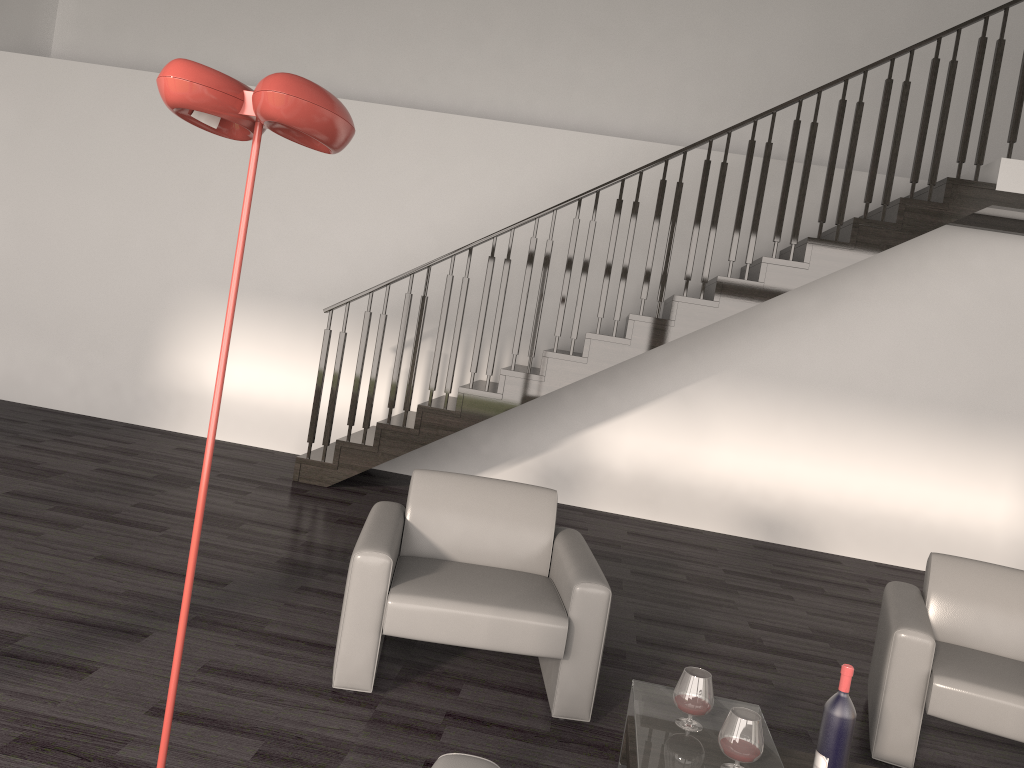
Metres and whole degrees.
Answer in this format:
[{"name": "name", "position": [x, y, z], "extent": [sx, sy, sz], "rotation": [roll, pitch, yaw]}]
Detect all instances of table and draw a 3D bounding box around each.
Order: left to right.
[{"name": "table", "position": [0.516, 1.162, 2.473], "extent": [0.400, 0.341, 0.681], "rotation": [10, 4, 6]}, {"name": "table", "position": [0.899, 1.283, 2.433], "extent": [1.201, 0.250, 0.601], "rotation": [10, 4, 6]}]

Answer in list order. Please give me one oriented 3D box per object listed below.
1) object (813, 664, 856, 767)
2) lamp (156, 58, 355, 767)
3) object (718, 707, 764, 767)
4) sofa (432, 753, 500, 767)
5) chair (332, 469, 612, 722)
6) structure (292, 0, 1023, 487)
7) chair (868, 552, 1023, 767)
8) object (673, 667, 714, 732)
[{"name": "object", "position": [0.905, 0.966, 2.472], "extent": [0.093, 0.370, 0.093], "rotation": [10, 2, 5]}, {"name": "lamp", "position": [-0.627, 0.296, 1.763], "extent": [0.353, 1.786, 0.365], "rotation": [10, 2, 6]}, {"name": "object", "position": [0.596, 0.935, 2.309], "extent": [0.116, 0.155, 0.116], "rotation": [9, 3, -3]}, {"name": "sofa", "position": [0.802, 1.111, 1.329], "extent": [2.116, 0.716, 0.903], "rotation": [10, 3, 6]}, {"name": "chair", "position": [-0.147, 0.793, 3.530], "extent": [0.963, 0.716, 0.912], "rotation": [9, 3, -4]}, {"name": "structure", "position": [1.898, -0.804, 6.535], "extent": [6.346, 4.089, 1.001], "rotation": [10, 2, 6]}, {"name": "chair", "position": [1.949, 1.143, 3.457], "extent": [0.965, 0.716, 0.909], "rotation": [11, 4, 21]}, {"name": "object", "position": [0.522, 0.905, 2.549], "extent": [0.116, 0.155, 0.116], "rotation": [10, 3, 15]}]
